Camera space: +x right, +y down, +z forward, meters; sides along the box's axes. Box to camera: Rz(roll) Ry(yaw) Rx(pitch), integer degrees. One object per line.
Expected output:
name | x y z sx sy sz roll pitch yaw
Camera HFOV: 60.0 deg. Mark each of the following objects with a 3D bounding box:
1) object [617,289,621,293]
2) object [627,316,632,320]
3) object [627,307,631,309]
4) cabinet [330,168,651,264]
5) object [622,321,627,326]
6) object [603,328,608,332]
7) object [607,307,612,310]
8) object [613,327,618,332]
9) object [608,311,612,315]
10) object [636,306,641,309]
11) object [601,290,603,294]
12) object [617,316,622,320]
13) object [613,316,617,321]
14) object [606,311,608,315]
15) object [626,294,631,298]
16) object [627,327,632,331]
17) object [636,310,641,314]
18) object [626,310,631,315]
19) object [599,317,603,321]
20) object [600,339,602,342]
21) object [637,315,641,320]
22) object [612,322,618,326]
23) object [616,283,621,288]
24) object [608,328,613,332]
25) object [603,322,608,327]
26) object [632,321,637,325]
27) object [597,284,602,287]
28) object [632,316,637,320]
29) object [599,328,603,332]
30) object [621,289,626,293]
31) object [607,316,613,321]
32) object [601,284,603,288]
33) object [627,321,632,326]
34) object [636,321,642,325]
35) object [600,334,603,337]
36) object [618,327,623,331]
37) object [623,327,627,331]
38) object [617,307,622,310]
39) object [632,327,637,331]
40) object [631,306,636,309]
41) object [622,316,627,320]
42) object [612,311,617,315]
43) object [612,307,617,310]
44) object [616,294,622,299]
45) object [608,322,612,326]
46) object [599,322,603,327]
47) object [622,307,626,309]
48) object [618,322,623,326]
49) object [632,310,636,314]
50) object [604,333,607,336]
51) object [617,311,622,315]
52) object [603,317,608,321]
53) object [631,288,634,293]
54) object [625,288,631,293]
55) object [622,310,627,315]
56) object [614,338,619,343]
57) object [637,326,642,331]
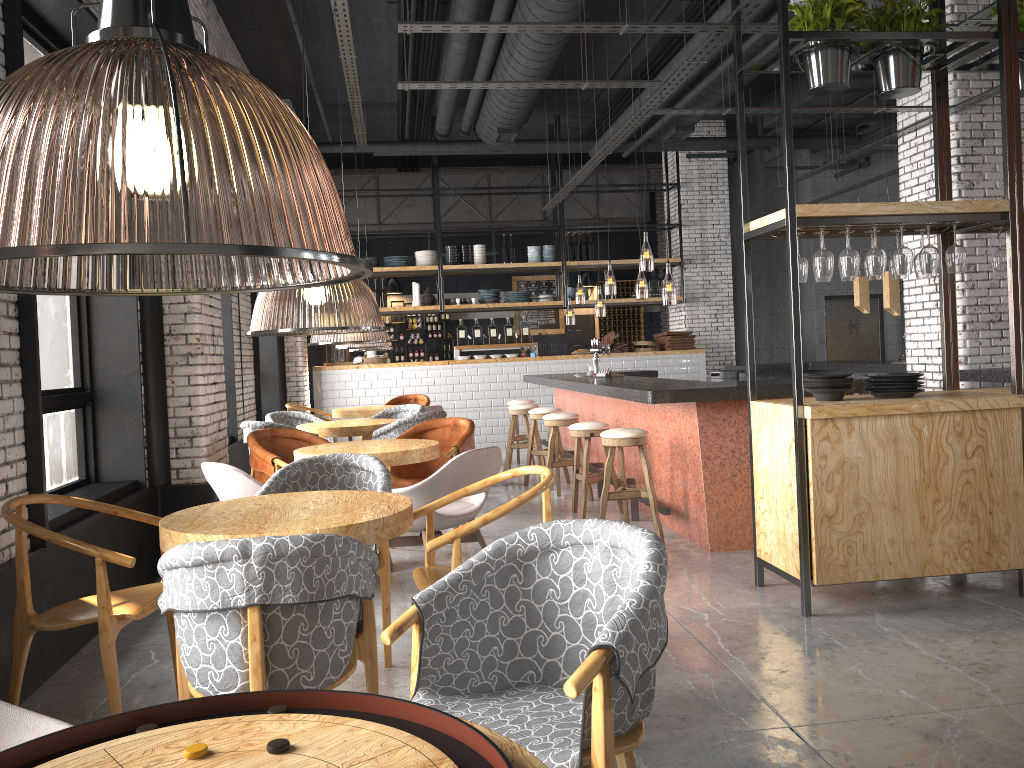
object | 2.038 -1.784 16.968 0.079 0.079 0.283 -3 2 -7
object | 2.253 -1.267 16.965 0.079 0.079 0.283 -3 2 -7
object | 2.238 -1.478 17.001 0.079 0.079 0.283 -3 2 -7
cabinet | -0.437 -2.901 16.032 5.864 1.768 0.682 -3 1 -7
object | 2.159 -1.159 16.988 0.079 0.079 0.283 -3 2 -7
object | 1.792 -1.035 16.926 0.079 0.079 0.283 -3 2 -7
object | 1.865 -1.460 16.948 0.079 0.079 0.283 -3 2 -7
object | 1.979 -1.044 16.950 0.079 0.079 0.283 -3 2 -7
object | 1.871 -1.354 16.934 0.079 0.079 0.283 -3 2 -7
object | 2.429 -1.487 16.996 0.079 0.079 0.283 -3 2 -7
object | 1.762 -1.769 16.893 0.079 0.079 0.283 -3 2 -7
object | 2.066 -1.258 16.936 0.079 0.079 0.283 -3 2 -7
object | 1.970 -1.254 16.947 0.079 0.079 0.283 -3 2 -7
object | 1.781 -1.349 16.899 0.079 0.079 0.283 -3 2 -7
object | 2.229 -1.688 16.994 0.079 0.079 0.283 -3 2 -7
object | 2.260 -1.058 16.986 0.079 0.079 0.283 -3 2 -7
object | 2.433 -1.382 17.006 0.079 0.079 0.283 -3 2 -7
object | 2.245 -1.373 16.982 0.079 0.079 0.283 -3 2 -7
object | 1.687 -1.241 16.927 0.079 0.079 0.283 -3 2 -7
object | 1.709 -0.820 16.907 0.079 0.079 0.281 -3 2 -7
object | 2.435 -1.277 17.027 0.079 0.079 0.283 -3 2 -7
object | 1.977 -1.148 16.926 0.079 0.079 0.283 -3 2 -7
object | 2.035 -1.889 16.951 0.079 0.079 0.283 -3 2 -7
object | 1.887 -1.039 16.929 0.079 0.079 0.283 -3 2 -7
object | 1.785 -1.140 16.944 0.079 0.079 0.283 -3 2 -7
object | 2.346 -1.168 17.013 0.079 0.079 0.283 -3 2 -7
object | 1.663 -1.870 16.884 0.079 0.079 0.283 -3 2 -7
object | 2.344 -1.272 16.996 0.079 0.079 0.283 -3 2 -7
object | 1.701 -1.030 16.891 0.079 0.079 0.283 -3 2 -7
object | 2.131 -1.789 16.980 0.079 0.079 0.283 -3 2 -7
object | 1.879 -1.249 16.916 0.079 0.079 0.283 -3 2 -7
object | 1.752 -1.875 16.931 0.079 0.079 0.283 -3 2 -7
object | 2.258 -1.162 16.962 0.079 0.079 0.283 -3 2 -7
object | 2.442 -1.172 17.009 0.079 0.079 0.283 -3 2 -7
object | 1.701 -0.926 16.929 0.079 0.079 0.281 -3 2 -7
object | 2.072 -1.049 16.962 0.079 0.079 0.283 -3 2 -7
object | 2.163 -1.054 16.994 0.079 0.079 0.283 -3 2 -7
object | 2.056 -1.468 16.938 0.079 0.079 0.283 -3 2 -7
object | 2.351 -1.063 17.014 0.079 0.079 0.283 -3 2 -7
object | 2.332 -1.483 17.008 0.079 0.079 0.283 -3 2 -7
object | 2.157 -1.263 16.971 0.079 0.079 0.283 -3 2 -7
object | 1.962 -1.360 16.966 0.079 0.079 0.283 -3 2 -7
object | 1.960 -1.464 16.945 0.079 0.079 0.283 -3 2 -7
object | 2.047 -1.678 16.935 0.079 0.079 0.283 -3 2 -7
object | 1.879 -1.145 16.952 0.079 0.079 0.283 -3 2 -7
object | 1.694 -1.135 16.912 0.079 0.079 0.283 -3 2 -7
object | 2.147 -1.473 16.969 0.079 0.079 0.283 -3 2 -7
object | 2.070 -1.153 16.942 0.079 0.079 0.283 -3 2 -7
object | 2.337 -1.378 17.010 0.079 0.079 0.283 -3 2 -7
object | 1.799 -0.929 16.907 0.079 0.079 0.281 -3 2 -7
object | 2.056 -1.364 16.973 0.079 0.079 0.283 -3 2 -7
object | 1.783 -1.245 16.923 0.079 0.079 0.283 -3 2 -7
object | 2.321 -1.797 16.980 0.079 0.079 0.283 -3 2 -7
object | 2.227 -1.793 16.977 0.079 0.079 0.283 -3 2 -7
object | 2.150 -1.369 16.986 0.079 0.079 0.283 -3 2 -7
object | 1.991 -0.833 16.929 0.079 0.079 0.281 -3 2 -7
object | 2.449 -1.066 16.991 0.079 0.079 0.283 -3 2 -7
